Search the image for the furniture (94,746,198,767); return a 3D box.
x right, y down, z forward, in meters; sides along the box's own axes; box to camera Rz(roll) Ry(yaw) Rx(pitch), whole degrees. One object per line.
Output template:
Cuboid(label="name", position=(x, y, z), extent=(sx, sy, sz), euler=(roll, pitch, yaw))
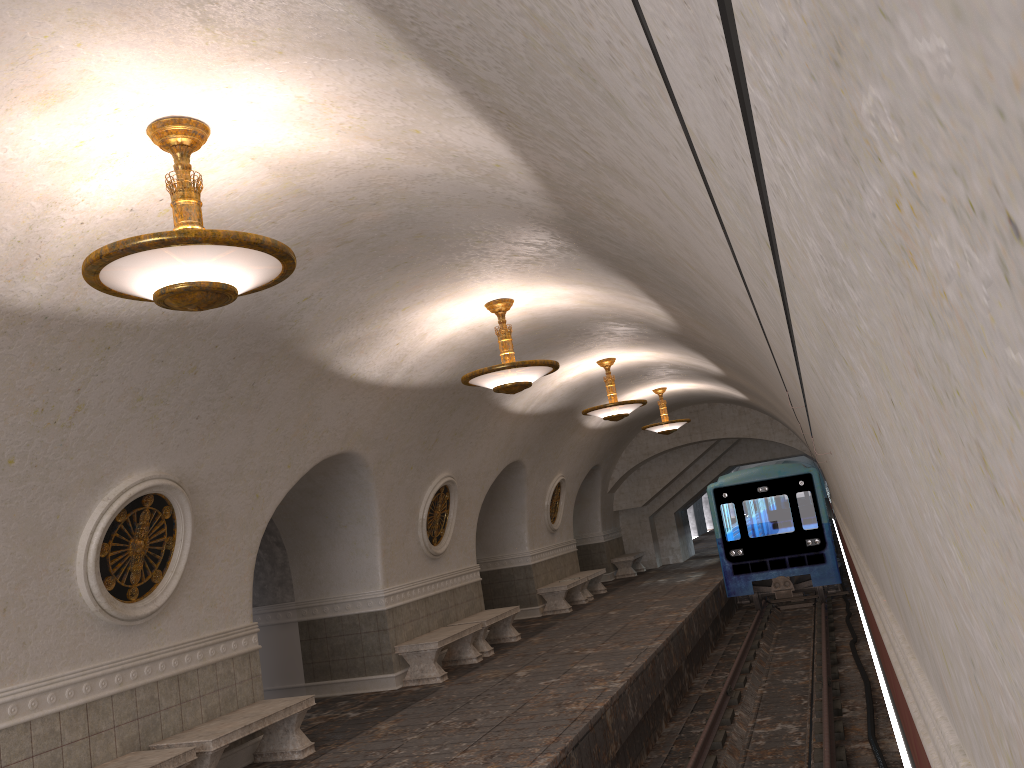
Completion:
Cuboid(label="furniture", position=(-2.885, 2.983, 6.076), extent=(0.613, 0.508, 1.509), euler=(-12, -9, 18))

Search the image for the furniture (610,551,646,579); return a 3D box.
Cuboid(label="furniture", position=(3.084, 4.749, 23.269), extent=(0.613, 0.508, 1.509), euler=(-12, -9, 18))

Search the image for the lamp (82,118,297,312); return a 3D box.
Cuboid(label="lamp", position=(-1.633, -0.827, 4.472), extent=(1.008, 0.955, 1.008), euler=(-9, -9, 2))

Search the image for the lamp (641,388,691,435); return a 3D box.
Cuboid(label="lamp", position=(3.097, 0.571, 18.095), extent=(1.008, 0.955, 1.008), euler=(-5, -10, -26))

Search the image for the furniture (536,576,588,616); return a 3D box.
Cuboid(label="furniture", position=(1.027, 4.140, 17.343), extent=(0.613, 0.508, 1.509), euler=(-12, -9, 18))

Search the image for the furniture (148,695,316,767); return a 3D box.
Cuboid(label="furniture", position=(-2.336, 3.146, 7.657), extent=(0.613, 0.508, 1.509), euler=(-12, -9, 18))

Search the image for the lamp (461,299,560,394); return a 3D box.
Cuboid(label="lamp", position=(-0.056, -0.361, 9.014), extent=(1.008, 0.955, 1.008), euler=(-15, -11, 33))

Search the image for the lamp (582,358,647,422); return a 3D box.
Cuboid(label="lamp", position=(1.520, 0.105, 13.553), extent=(1.008, 0.955, 1.008), euler=(-15, -11, 33))

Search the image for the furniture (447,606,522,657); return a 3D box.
Cuboid(label="furniture", position=(-0.371, 3.727, 13.318), extent=(0.613, 0.508, 1.509), euler=(-12, -9, 18))

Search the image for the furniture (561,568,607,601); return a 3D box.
Cuboid(label="furniture", position=(1.576, 4.303, 18.924), extent=(0.613, 0.508, 1.509), euler=(-12, -9, 18))

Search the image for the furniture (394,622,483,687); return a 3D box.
Cuboid(label="furniture", position=(-0.920, 3.565, 11.737), extent=(0.613, 0.508, 1.509), euler=(-12, -9, 18))
